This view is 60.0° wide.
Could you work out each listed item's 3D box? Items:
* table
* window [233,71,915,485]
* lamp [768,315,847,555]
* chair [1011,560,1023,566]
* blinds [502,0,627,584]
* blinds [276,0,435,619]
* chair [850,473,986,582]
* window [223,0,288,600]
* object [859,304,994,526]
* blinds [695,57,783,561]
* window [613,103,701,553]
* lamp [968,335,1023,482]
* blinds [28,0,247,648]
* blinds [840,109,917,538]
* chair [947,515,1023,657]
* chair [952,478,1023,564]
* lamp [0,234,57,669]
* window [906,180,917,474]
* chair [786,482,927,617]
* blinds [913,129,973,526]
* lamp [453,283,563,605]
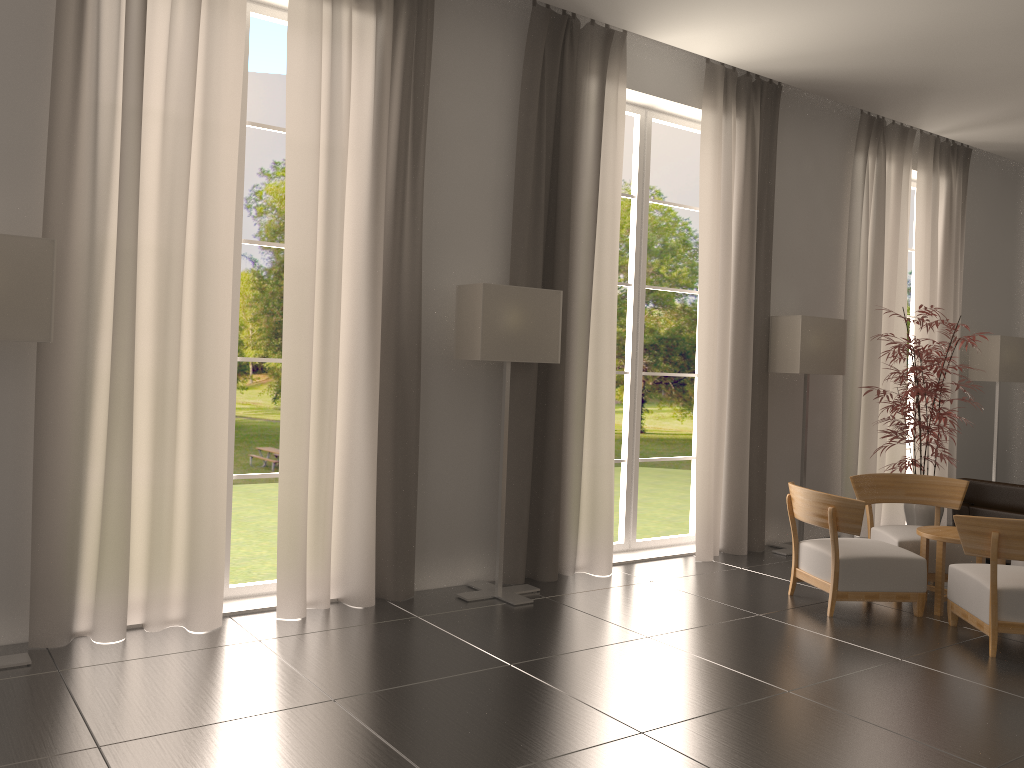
[{"bbox_3d":[4.688,1.961,9.262,0.869,0.803,0.870,2,1,-13],"label":"table"},{"bbox_3d":[16.004,-2.676,7.977,48.609,20.580,99.164,1,1,-35],"label":"window"},{"bbox_3d":[3.984,0.689,12.069,1.000,3.178,0.908,2,0,-35],"label":"lamp"},{"bbox_3d":[5.990,1.800,9.170,1.151,1.226,1.452,2,1,5],"label":"chair"},{"bbox_3d":[0.623,-1.024,10.062,1.549,6.432,0.415,2,0,-31],"label":"blinds"},{"bbox_3d":[-1.507,-1.074,8.558,1.549,6.432,0.417,2,0,-39],"label":"blinds"},{"bbox_3d":[4.783,1.730,10.419,1.452,1.226,1.151,2,1,0],"label":"chair"},{"bbox_3d":[-2.719,-0.808,8.458,2.642,5.750,0.110,2,0,-35],"label":"window"},{"bbox_3d":[5.388,0.643,11.805,1.490,3.397,1.770,2,0,40],"label":"object"},{"bbox_3d":[2.938,-0.970,11.693,1.549,6.432,0.417,2,0,-39],"label":"blinds"},{"bbox_3d":[1.599,-0.706,11.504,2.642,5.750,0.110,2,0,-35],"label":"window"},{"bbox_3d":[8.231,0.789,15.064,1.000,3.178,0.908,2,0,-35],"label":"lamp"},{"bbox_3d":[-3.085,-1.111,7.448,1.549,6.432,0.415,2,0,-31],"label":"blinds"},{"bbox_3d":[5.579,-0.908,13.557,1.549,6.432,0.415,2,0,-31],"label":"blinds"},{"bbox_3d":[4.679,1.773,8.078,1.452,1.226,1.151,2,1,10],"label":"chair"},{"bbox_3d":[6.916,1.848,11.849,1.499,1.076,1.538,2,1,-35],"label":"chair"},{"bbox_3d":[-3.970,0.502,6.460,1.000,3.178,0.908,2,0,-35],"label":"lamp"},{"bbox_3d":[5.917,-0.605,14.549,2.642,5.750,0.110,2,0,-35],"label":"window"},{"bbox_3d":[3.547,1.705,9.310,1.150,1.226,1.452,2,1,-10],"label":"chair"},{"bbox_3d":[6.963,-0.875,14.531,1.549,6.432,0.417,2,0,-39],"label":"blinds"},{"bbox_3d":[-0.081,0.593,9.202,1.000,3.178,0.908,2,0,-35],"label":"lamp"}]
